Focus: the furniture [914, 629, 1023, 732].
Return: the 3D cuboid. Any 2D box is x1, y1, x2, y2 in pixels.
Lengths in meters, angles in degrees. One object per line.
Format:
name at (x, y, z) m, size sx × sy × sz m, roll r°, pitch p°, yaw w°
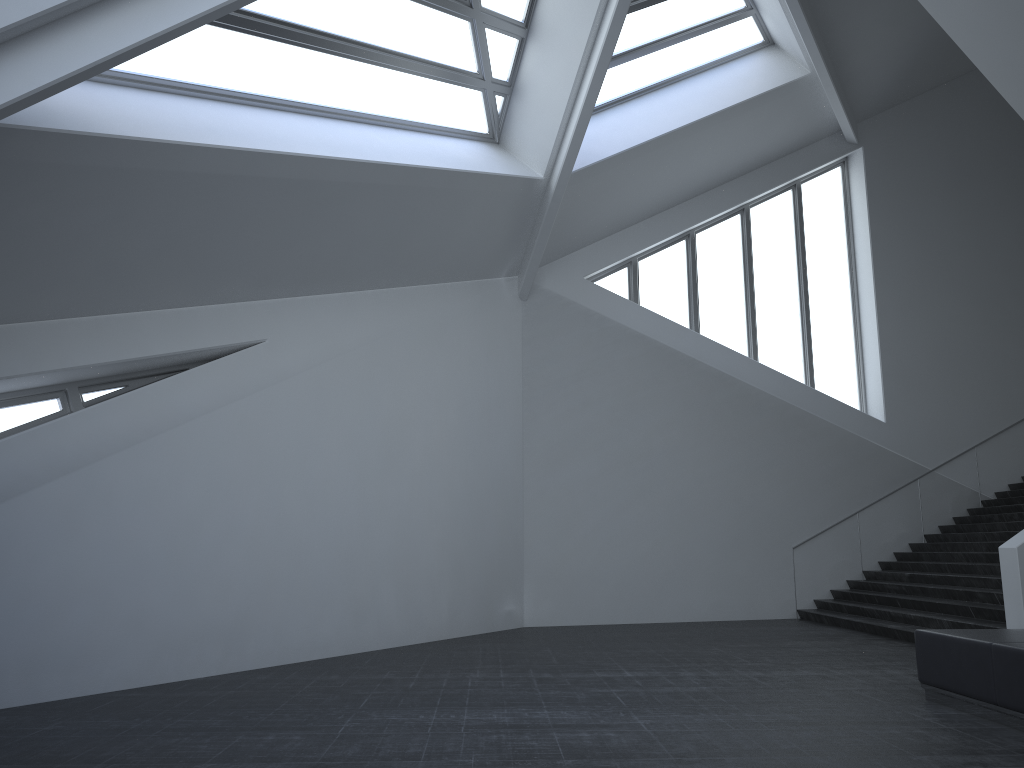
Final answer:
furniture at (4.295, 1.859, 4.756) m, size 1.488 × 0.580 × 5.742 m, roll 0°, pitch -11°, yaw -2°
